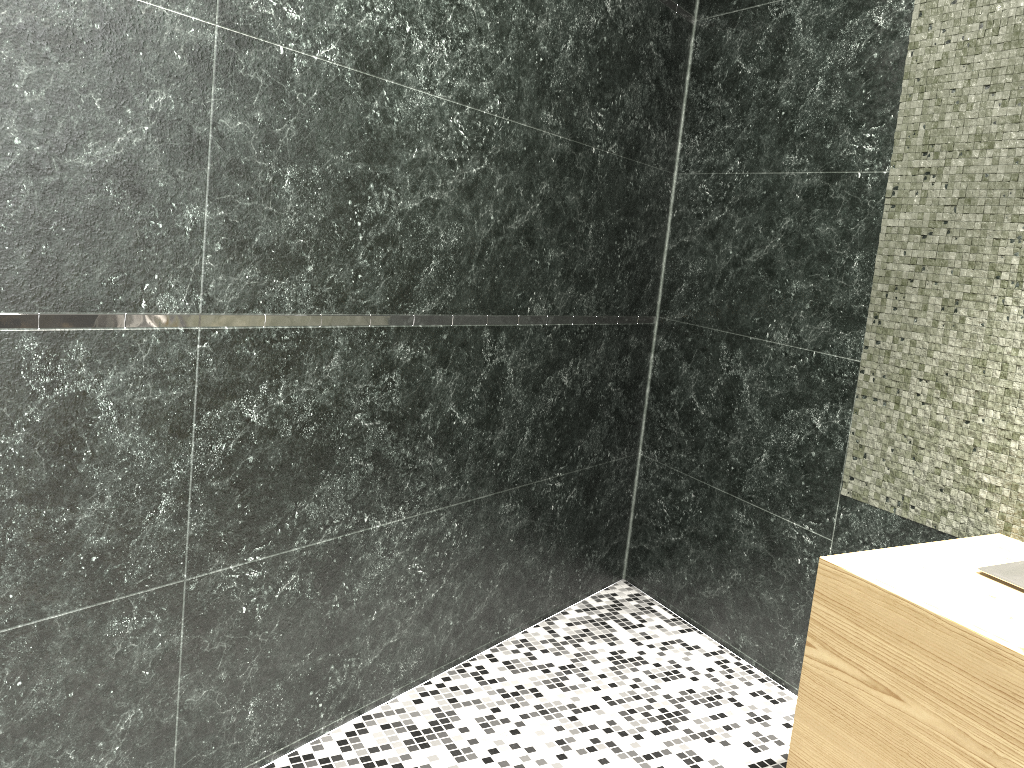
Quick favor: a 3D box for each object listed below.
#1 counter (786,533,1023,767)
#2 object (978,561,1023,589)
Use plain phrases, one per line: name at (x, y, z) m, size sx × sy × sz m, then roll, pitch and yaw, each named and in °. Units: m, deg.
counter at (1.201, 0.690, 1.499) m, size 0.688 × 1.048 × 1.241 m, roll 2°, pitch 10°, yaw -30°
object at (1.188, 0.427, 1.804) m, size 0.338 × 0.011 × 0.297 m, roll 2°, pitch 11°, yaw -30°
